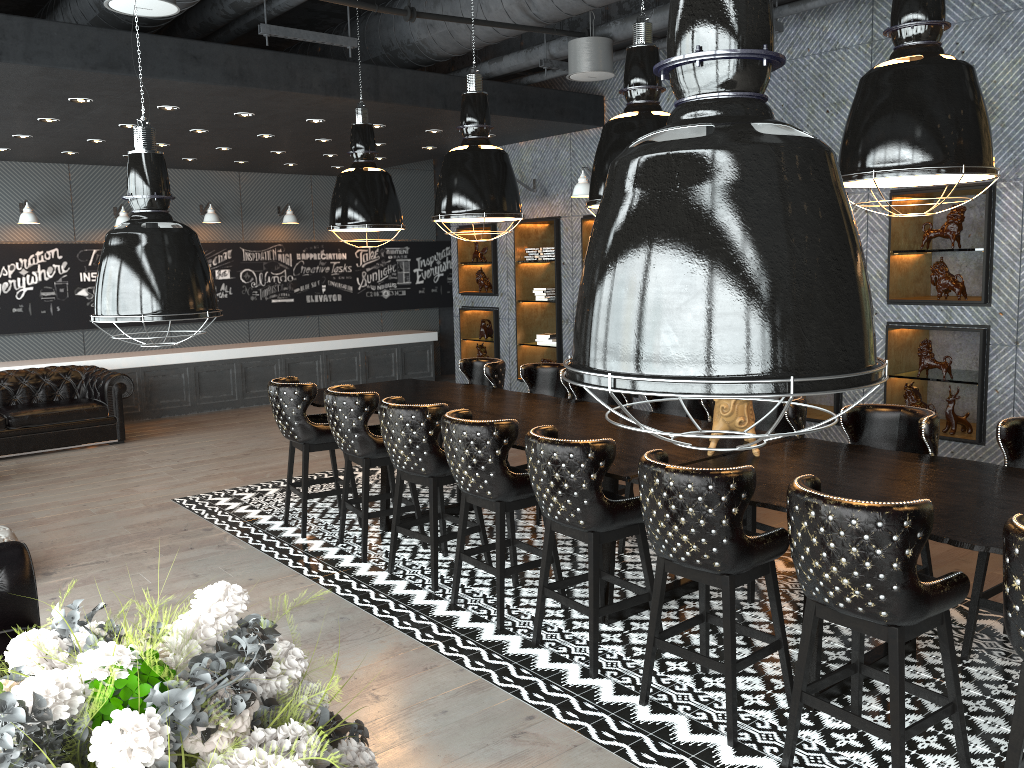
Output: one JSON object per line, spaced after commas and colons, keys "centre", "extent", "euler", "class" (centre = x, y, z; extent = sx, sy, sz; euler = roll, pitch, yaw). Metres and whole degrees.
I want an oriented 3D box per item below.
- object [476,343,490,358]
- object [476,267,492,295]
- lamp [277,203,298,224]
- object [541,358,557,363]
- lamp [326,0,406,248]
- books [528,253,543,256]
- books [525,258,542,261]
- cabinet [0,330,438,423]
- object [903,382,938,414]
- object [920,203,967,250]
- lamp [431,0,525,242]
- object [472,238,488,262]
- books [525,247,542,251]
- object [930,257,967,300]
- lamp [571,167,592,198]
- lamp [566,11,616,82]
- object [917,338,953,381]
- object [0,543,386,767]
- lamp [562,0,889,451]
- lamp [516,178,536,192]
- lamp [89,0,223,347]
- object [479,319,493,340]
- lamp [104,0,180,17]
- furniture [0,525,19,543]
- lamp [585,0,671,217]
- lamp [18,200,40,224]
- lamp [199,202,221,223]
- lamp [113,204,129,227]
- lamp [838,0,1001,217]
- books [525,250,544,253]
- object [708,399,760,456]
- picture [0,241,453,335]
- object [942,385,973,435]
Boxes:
{"centre": [-0.326, -0.318, 10.838], "extent": [0.269, 0.361, 0.170], "euler": [6, 10, 44], "class": "object"}
{"centre": [-0.329, -1.243, 10.692], "extent": [0.155, 0.329, 0.236], "euler": [-6, 9, -34], "class": "object"}
{"centre": [-3.264, -2.485, 12.946], "extent": [0.244, 0.287, 0.490], "euler": [-5, 8, -23], "class": "lamp"}
{"centre": [0.450, -0.174, 10.062], "extent": [0.314, 0.251, 0.157], "euler": [-5, 8, -23], "class": "object"}
{"centre": [-1.167, -2.213, 6.834], "extent": [0.621, 2.300, 0.622], "euler": [-1, 7, 6], "class": "lamp"}
{"centre": [0.330, -1.469, 10.022], "extent": [0.193, 0.028, 0.246], "euler": [-6, 9, -32], "class": "books"}
{"centre": [0.300, -1.409, 10.004], "extent": [0.194, 0.028, 0.246], "euler": [-7, 9, -34], "class": "books"}
{"centre": [-2.963, 0.228, 9.764], "extent": [8.425, 0.826, 6.315], "euler": [-8, 10, -38], "class": "cabinet"}
{"centre": [3.080, 0.170, 6.680], "extent": [0.267, 0.359, 0.168], "euler": [6, 10, 44], "class": "object"}
{"centre": [3.124, -1.140, 6.422], "extent": [0.152, 0.325, 0.292], "euler": [-8, 10, -41], "class": "object"}
{"centre": [-0.247, -2.083, 5.707], "extent": [0.621, 2.300, 0.622], "euler": [-1, 7, 6], "class": "lamp"}
{"centre": [-0.380, -1.609, 10.640], "extent": [0.097, 0.290, 0.290], "euler": [-8, 10, -40], "class": "object"}
{"centre": [0.298, -1.521, 9.989], "extent": [0.194, 0.028, 0.245], "euler": [-8, 10, -41], "class": "books"}
{"centre": [3.166, -0.753, 6.424], "extent": [0.159, 0.337, 0.242], "euler": [-6, 9, -34], "class": "object"}
{"centre": [0.804, -1.975, 8.664], "extent": [0.490, 0.287, 0.244], "euler": [-5, 8, -23], "class": "lamp"}
{"centre": [0.597, -2.885, 6.788], "extent": [0.380, 1.044, 0.382], "euler": [-3, 7, -12], "class": "lamp"}
{"centre": [3.102, -0.184, 6.507], "extent": [0.135, 0.294, 0.257], "euler": [-6, 9, -31], "class": "object"}
{"centre": [-0.595, 0.666, 1.368], "extent": [0.848, 0.662, 0.876], "euler": [-3, 8, -8], "class": "object"}
{"centre": [0.233, -0.998, 0.983], "extent": [0.391, 2.158, 0.391], "euler": [-1, 7, 6], "class": "lamp"}
{"centre": [0.077, -2.096, 9.552], "extent": [0.490, 0.287, 0.244], "euler": [-5, 8, -23], "class": "lamp"}
{"centre": [-1.138, -1.193, 2.665], "extent": [0.391, 2.158, 0.391], "euler": [-1, 7, 6], "class": "lamp"}
{"centre": [-0.309, -0.675, 10.839], "extent": [0.126, 0.249, 0.253], "euler": [2, 8, 26], "class": "object"}
{"centre": [-2.000, -2.535, 4.706], "extent": [0.380, 1.044, 0.382], "euler": [1, 8, 19], "class": "lamp"}
{"centre": [-3.394, 1.064, 5.415], "extent": [0.680, 0.382, 0.679], "euler": [-8, 10, -38], "class": "furniture"}
{"centre": [0.672, -1.952, 4.579], "extent": [0.621, 2.300, 0.622], "euler": [-1, 7, 6], "class": "lamp"}
{"centre": [-5.902, -2.102, 10.833], "extent": [0.244, 0.287, 0.490], "euler": [-5, 8, -23], "class": "lamp"}
{"centre": [-4.160, -2.364, 12.227], "extent": [0.244, 0.287, 0.490], "euler": [-5, 8, -23], "class": "lamp"}
{"centre": [-5.047, -2.190, 11.522], "extent": [0.244, 0.287, 0.490], "euler": [-5, 8, -23], "class": "lamp"}
{"centre": [1.592, -1.821, 3.451], "extent": [0.621, 2.300, 0.622], "euler": [-1, 7, 6], "class": "lamp"}
{"centre": [0.298, -1.493, 9.993], "extent": [0.193, 0.028, 0.246], "euler": [-7, 9, -33], "class": "books"}
{"centre": [1.119, 0.077, 4.476], "extent": [0.249, 0.544, 0.475], "euler": [0, 8, 14], "class": "object"}
{"centre": [-3.342, -1.572, 13.350], "extent": [12.473, 1.101, 0.200], "euler": [-8, 10, -38], "class": "picture"}
{"centre": [3.268, 0.187, 6.500], "extent": [0.198, 0.358, 0.116], "euler": [-3, 7, -9], "class": "object"}
